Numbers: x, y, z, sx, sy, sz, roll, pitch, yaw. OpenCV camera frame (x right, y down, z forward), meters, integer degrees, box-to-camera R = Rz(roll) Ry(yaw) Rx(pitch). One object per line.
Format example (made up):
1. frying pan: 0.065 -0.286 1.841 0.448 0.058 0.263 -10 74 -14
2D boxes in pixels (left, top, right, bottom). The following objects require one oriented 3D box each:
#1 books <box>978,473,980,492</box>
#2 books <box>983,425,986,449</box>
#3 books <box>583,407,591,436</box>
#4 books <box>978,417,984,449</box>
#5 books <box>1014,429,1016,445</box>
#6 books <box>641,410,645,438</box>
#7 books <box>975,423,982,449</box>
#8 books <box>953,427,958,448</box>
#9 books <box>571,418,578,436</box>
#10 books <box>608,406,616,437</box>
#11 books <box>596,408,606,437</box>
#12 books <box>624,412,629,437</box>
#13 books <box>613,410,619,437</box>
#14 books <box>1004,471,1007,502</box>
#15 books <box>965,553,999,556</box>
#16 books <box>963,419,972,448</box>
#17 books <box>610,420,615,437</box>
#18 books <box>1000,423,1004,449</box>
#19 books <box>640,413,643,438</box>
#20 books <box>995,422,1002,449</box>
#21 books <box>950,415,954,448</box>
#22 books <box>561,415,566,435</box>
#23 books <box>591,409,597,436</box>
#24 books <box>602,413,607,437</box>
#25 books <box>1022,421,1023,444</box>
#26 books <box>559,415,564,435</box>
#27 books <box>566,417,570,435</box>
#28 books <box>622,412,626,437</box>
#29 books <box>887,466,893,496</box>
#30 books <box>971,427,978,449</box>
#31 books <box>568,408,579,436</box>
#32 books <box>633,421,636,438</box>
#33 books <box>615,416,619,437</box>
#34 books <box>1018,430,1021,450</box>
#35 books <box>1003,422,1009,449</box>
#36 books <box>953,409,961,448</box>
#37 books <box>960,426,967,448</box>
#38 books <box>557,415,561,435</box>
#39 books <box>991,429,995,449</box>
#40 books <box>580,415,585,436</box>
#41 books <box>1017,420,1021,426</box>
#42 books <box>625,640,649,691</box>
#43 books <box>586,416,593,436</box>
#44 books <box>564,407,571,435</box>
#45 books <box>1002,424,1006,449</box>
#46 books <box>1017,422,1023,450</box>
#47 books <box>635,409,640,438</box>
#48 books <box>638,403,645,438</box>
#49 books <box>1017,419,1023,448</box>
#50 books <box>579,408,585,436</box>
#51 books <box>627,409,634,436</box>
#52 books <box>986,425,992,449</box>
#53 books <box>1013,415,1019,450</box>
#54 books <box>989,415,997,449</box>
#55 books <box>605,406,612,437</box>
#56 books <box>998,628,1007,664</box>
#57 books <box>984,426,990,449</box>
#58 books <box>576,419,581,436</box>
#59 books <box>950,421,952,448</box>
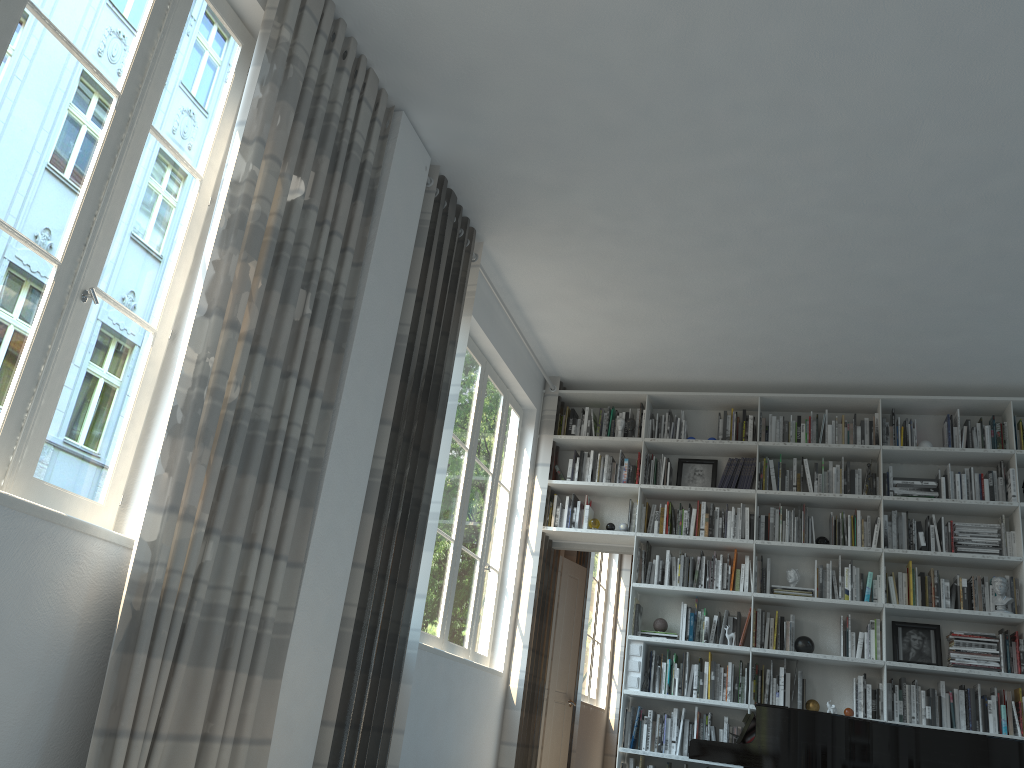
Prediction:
1. books: 3.231 0.756 6.162 0.011 0.238 0.140 1 -22 18
2. books: 3.316 0.421 6.259 0.012 0.216 0.180 1 -22 18
3. books: 0.611 0.353 7.133 0.028 0.282 0.190 1 -22 18
4. books: 3.306 0.392 6.262 0.010 0.269 0.180 1 -22 18
5. books: 3.508 0.438 6.215 0.016 0.203 0.144 1 -22 18
6. books: 1.051 0.362 6.959 0.024 0.251 0.236 1 -22 18
7. books: 3.292 0.413 6.274 0.023 0.235 0.154 1 -22 18
8. books: 3.154 0.430 6.326 0.031 0.207 0.147 1 -22 18
9. books: 0.514 0.393 7.137 0.028 0.185 0.182 1 -22 18
10. books: 0.797 0.347 7.094 0.029 0.313 0.129 1 -22 18
11. books: 0.716 0.354 7.099 0.039 0.281 0.182 1 -22 18
12. books: 0.916 0.369 7.034 0.027 0.258 0.147 1 -22 18
13. books: 0.836 0.364 7.070 0.013 0.274 0.159 1 -22 18
14. books: 3.392 0.732 6.128 0.010 0.298 0.134 1 -22 18
15. books: 3.142 1.171 6.001 0.254 0.012 0.161 0 -23 20
16. books: 3.242 0.403 6.311 0.028 0.268 0.140 1 -22 18
17. books: 0.811 0.401 7.054 0.024 0.186 0.160 1 -22 18
18. books: 3.434 0.417 6.243 0.014 0.243 0.145 1 -22 18
19. books: 1.038 0.373 7.001 0.025 0.258 0.139 1 -22 18
20. books: 3.411 0.413 6.240 0.028 0.243 0.161 1 -22 18
21. books: 3.136 0.385 6.338 0.011 0.295 0.158 1 -22 18
22. books: 0.435 0.379 7.181 0.023 0.222 0.151 1 -22 18
23. books: 0.665 0.357 7.097 0.057 0.261 0.191 1 -22 18
24. books: 0.753 0.374 7.100 0.030 0.256 0.130 1 -22 18
25. books: 3.570 0.405 6.188 0.034 0.260 0.158 1 -22 18
26. books: 0.415 0.381 7.197 0.024 0.227 0.130 1 -22 18
27. books: 0.467 0.390 7.158 0.024 0.194 0.168 1 -22 18
28. books: 0.893 0.373 7.043 0.021 0.252 0.180 1 -22 18
29. books: 2.688 0.732 6.308 0.021 0.248 0.192 1 -22 18
30. books: 3.262 0.427 6.273 0.033 0.202 0.167 1 -22 18
31. books: 0.494 0.354 7.159 0.025 0.268 0.178 1 -22 18
32. books: 0.973 0.406 7.006 0.028 0.184 0.168 1 -22 18
33. books: 0.849 0.386 7.055 0.021 0.225 0.157 1 -22 18
34. books: 3.526 0.439 6.196 0.015 0.192 0.160 1 -22 18
35. books: 3.464 0.410 6.234 0.022 0.256 0.137 1 -22 18
36. books: 3.175 0.365 6.322 0.010 0.330 0.187 1 -22 18
37. books: 3.197 0.423 6.296 0.050 0.210 0.173 1 -22 18
38. books: 0.391 0.376 7.182 0.014 0.218 0.189 1 -22 18
39. books: 3.381 0.436 6.256 0.014 0.203 0.135 1 -22 18
40. books: 0.585 0.382 7.139 0.024 0.226 0.158 1 -22 18
41. books: 3.544 0.404 6.194 0.006 0.258 0.166 1 -22 18
42. books: 0.888 2.012 6.294 0.106 0.338 0.308 1 -22 18
43. books: 0.630 0.385 7.102 0.030 0.205 0.176 1 -22 18
44. books: 0.454 0.347 7.178 0.014 0.285 0.175 1 -22 18
45. books: 3.444 0.416 6.230 0.014 0.238 0.153 1 -22 18
46. books: 3.532 0.408 6.179 0.007 0.238 0.192 1 -22 18
47. books: 1.004 0.360 7.016 0.022 0.285 0.176 1 -22 18
48. books: 1.023 0.334 7.015 0.014 0.336 0.168 1 -22 18
49. books: 3.554 0.400 6.205 0.007 0.278 0.151 1 -22 18
50. books: 0.570 0.354 7.147 0.010 0.280 0.161 1 -22 18
51. books: 0.941 0.359 7.045 0.013 0.290 0.155 1 -22 18
52. books: 3.365 0.425 6.273 0.026 0.233 0.137 1 -22 18
53. books: 3.520 0.388 6.213 0.007 0.297 0.181 1 -22 18
54. books: 3.398 0.386 6.265 0.012 0.307 0.138 1 -22 18
55. books: 0.773 0.347 7.090 0.014 0.303 0.146 1 -22 18
56. books: 3.188 1.749 5.761 0.011 0.297 0.131 1 -22 18
57. books: 3.327 0.421 6.235 0.023 0.201 0.194 1 -22 18
58. books: 0.549 0.399 7.152 0.031 0.195 0.145 1 -22 18
59. books: 3.127 0.401 6.343 0.011 0.266 0.130 1 -22 18
